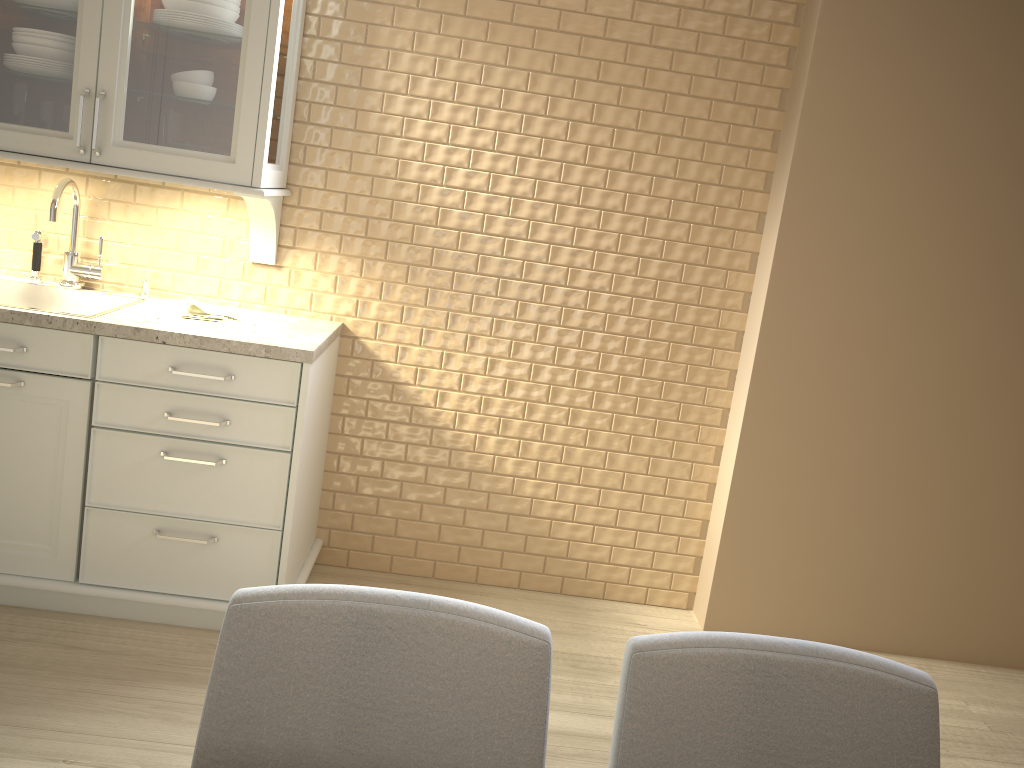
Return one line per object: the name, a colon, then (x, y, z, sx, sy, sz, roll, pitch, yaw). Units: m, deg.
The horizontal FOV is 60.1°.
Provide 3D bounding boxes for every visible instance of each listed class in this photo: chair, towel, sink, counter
chair: (0.267, 0.754, 0.860, 0.399, 0.819, 0.512, 8, 9, -4)
chair: (-0.184, 0.693, 0.835, 0.399, 0.819, 0.512, 8, 9, -4)
towel: (-0.878, -0.215, 2.588, 0.163, 0.050, 0.173, 5, 12, -17)
sink: (-1.376, -0.048, 2.520, 0.484, 0.411, 0.385, 8, 10, -3)
counter: (-1.618, -0.274, 2.521, 2.196, 0.035, 0.529, 8, 12, -3)

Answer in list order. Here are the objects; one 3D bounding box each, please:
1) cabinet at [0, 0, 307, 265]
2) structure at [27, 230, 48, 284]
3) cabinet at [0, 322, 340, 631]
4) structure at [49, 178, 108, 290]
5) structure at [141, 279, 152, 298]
cabinet: (-1.531, -0.992, 2.467, 1.927, 1.102, 0.416, 8, 9, -3)
structure: (-1.455, -0.390, 2.713, 0.043, 0.160, 0.057, 8, 8, -3)
cabinet: (-1.667, 0.109, 2.618, 2.217, 0.786, 0.645, 8, 10, -3)
structure: (-1.315, -0.442, 2.633, 0.142, 0.333, 0.213, 9, 9, 6)
structure: (-1.136, -0.296, 2.748, 0.029, 0.055, 0.029, 2, 11, -38)
